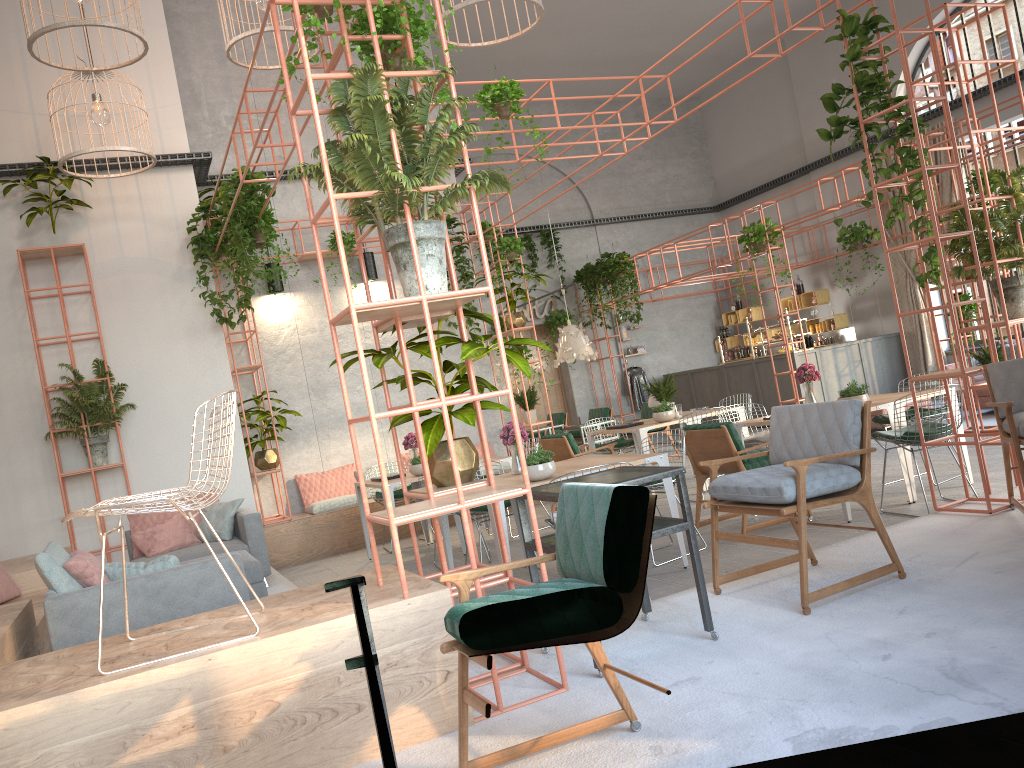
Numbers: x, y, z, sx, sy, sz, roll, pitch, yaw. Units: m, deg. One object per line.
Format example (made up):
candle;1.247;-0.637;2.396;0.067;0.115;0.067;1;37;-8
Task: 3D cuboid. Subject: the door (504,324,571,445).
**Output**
door;0.377;0.191;18.775;1.360;2.729;0.551;-10;-1;-23

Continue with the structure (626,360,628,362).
structure;2.442;-0.496;18.894;0.066;0.044;0.019;-10;-1;-23

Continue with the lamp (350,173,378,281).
lamp;-1.948;-2.043;11.453;0.179;1.425;0.185;-10;-1;-23

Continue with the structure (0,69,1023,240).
structure;0.786;-3.321;10.307;15.603;0.110;15.203;-10;-1;-23

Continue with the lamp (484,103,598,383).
lamp;-0.097;-2.138;14.965;0.704;4.052;4.456;-10;-1;-23

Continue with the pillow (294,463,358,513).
pillow;-2.248;1.281;11.054;0.839;0.474;0.276;-10;-1;-33

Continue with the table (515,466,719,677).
table;0.468;0.842;4.165;0.635;0.798;0.602;-10;-1;-23

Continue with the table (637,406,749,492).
table;2.127;0.758;10.349;0.694;0.830;1.214;-10;-1;-23

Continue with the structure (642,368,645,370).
structure;2.817;-0.318;19.041;0.066;0.044;0.019;-10;-1;-23

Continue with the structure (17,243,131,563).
structure;-4.425;0.381;9.169;0.624;3.596;0.424;-10;-1;-23

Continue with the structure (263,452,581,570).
structure;-1.936;1.737;13.506;4.386;0.500;5.831;-10;-1;-23

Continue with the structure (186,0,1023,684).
structure;-1.581;-0.520;11.101;4.501;4.345;14.096;-10;-1;-25

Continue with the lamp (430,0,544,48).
lamp;-0.500;-4.574;7.078;0.883;3.476;0.883;-11;-1;29

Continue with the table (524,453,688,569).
table;0.637;1.006;6.719;0.694;0.830;1.214;-10;-1;-23

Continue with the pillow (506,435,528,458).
pillow;-0.080;0.888;12.647;0.276;0.474;0.839;-10;-1;-33

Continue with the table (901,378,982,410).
table;6.205;0.219;12.879;0.520;0.455;0.916;-10;-1;-23

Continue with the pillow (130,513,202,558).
pillow;-3.132;1.365;8.016;0.479;0.317;0.441;-10;-1;-42

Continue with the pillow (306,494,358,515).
pillow;-2.116;1.442;10.635;0.637;0.149;0.491;-10;-1;-22

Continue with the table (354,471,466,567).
table;-1.049;1.345;8.951;0.694;0.830;1.205;-10;-1;-23

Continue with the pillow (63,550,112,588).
pillow;-2.477;1.180;5.313;0.289;0.385;0.666;-10;-1;-23

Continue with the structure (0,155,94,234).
structure;-4.742;-1.946;9.087;0.934;0.803;0.903;-11;-1;38

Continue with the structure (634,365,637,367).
structure;2.633;-0.377;18.966;0.066;0.044;0.019;-10;-1;-23

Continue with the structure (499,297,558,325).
structure;0.317;-1.523;18.118;1.312;0.505;0.063;-10;-1;-23

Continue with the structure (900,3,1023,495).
structure;3.576;-0.947;6.531;0.624;3.602;0.424;-10;-1;-23

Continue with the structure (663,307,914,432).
structure;5.170;-0.350;17.325;2.579;2.022;4.057;-10;-1;-23

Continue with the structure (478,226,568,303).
structure;0.208;-2.356;18.030;1.939;1.514;0.856;-10;-1;-29

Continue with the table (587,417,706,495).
table;1.500;0.874;10.069;0.694;0.830;1.205;-10;-1;-23

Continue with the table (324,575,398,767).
table;-0.576;1.023;2.423;0.635;0.798;0.602;-10;-1;-23

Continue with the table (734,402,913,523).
table;2.597;0.656;7.520;0.694;0.830;1.205;-10;-1;-23

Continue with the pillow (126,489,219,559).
pillow;-3.141;1.303;8.309;0.836;0.476;0.273;-10;-1;-23

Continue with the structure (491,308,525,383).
structure;-0.233;-0.799;17.880;0.921;1.527;0.950;-11;-1;10

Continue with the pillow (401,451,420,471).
pillow;-1.075;1.063;11.522;0.839;0.474;0.276;-11;-1;-3

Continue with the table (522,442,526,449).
table;-0.131;1.275;16.508;0.635;0.798;0.602;-10;-1;-23

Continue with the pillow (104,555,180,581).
pillow;-2.105;1.160;5.215;0.499;0.324;0.307;-11;-1;12

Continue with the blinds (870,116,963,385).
blinds;7.685;-2.191;13.524;0.414;4.389;4.957;-10;-1;-22

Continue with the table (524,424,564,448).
table;0.549;1.132;14.896;0.635;0.798;0.602;-10;-1;-23

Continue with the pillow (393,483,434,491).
pillow;-1.170;1.267;11.050;0.637;0.149;0.491;-10;-1;-22

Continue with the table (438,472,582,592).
table;0.011;1.121;6.440;0.694;0.830;1.205;-10;-1;-23

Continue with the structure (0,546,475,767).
structure;-2.751;1.301;5.168;3.396;1.111;9.152;-10;-1;-23

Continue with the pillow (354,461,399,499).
pillow;-1.651;1.219;11.289;0.666;0.385;0.289;-10;-1;-28

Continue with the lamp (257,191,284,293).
lamp;-3.039;-1.841;10.974;0.179;1.425;0.185;-10;-1;-23

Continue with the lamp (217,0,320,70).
lamp;-2.539;-4.825;8.313;0.883;3.476;0.883;-11;-1;29

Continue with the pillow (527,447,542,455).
pillow;0.294;1.008;12.912;0.491;0.149;0.637;-10;-1;-22

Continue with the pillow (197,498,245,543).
pillow;-2.707;1.266;8.144;0.495;0.349;0.308;-11;-1;26

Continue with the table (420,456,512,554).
table;-0.422;1.229;9.231;0.694;0.830;1.214;-10;-1;-23

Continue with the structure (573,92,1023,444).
structure;5.956;-1.361;12.624;4.157;4.247;14.689;-10;-1;-23

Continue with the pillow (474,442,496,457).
pillow;-0.493;1.005;11.796;0.666;0.385;0.289;-10;-1;-28

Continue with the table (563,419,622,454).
table;1.230;0.989;13.285;0.635;0.798;0.602;-10;-1;-23

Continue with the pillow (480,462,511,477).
pillow;-0.251;1.097;11.453;0.637;0.149;0.491;-10;-1;-22

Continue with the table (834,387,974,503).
table;3.225;0.540;7.800;0.694;0.830;1.214;-10;-1;-23

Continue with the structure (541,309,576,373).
structure;0.947;-0.996;18.442;0.950;1.527;0.921;-10;-1;-25

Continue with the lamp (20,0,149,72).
lamp;-3.711;-4.393;7.134;0.883;3.476;0.883;-11;-1;29

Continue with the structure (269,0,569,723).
structure;-0.341;-0.437;3.704;0.748;3.623;0.722;-10;-1;-23

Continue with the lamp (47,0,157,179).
lamp;-4.264;-3.849;8.682;0.883;3.476;0.883;-11;-1;29
